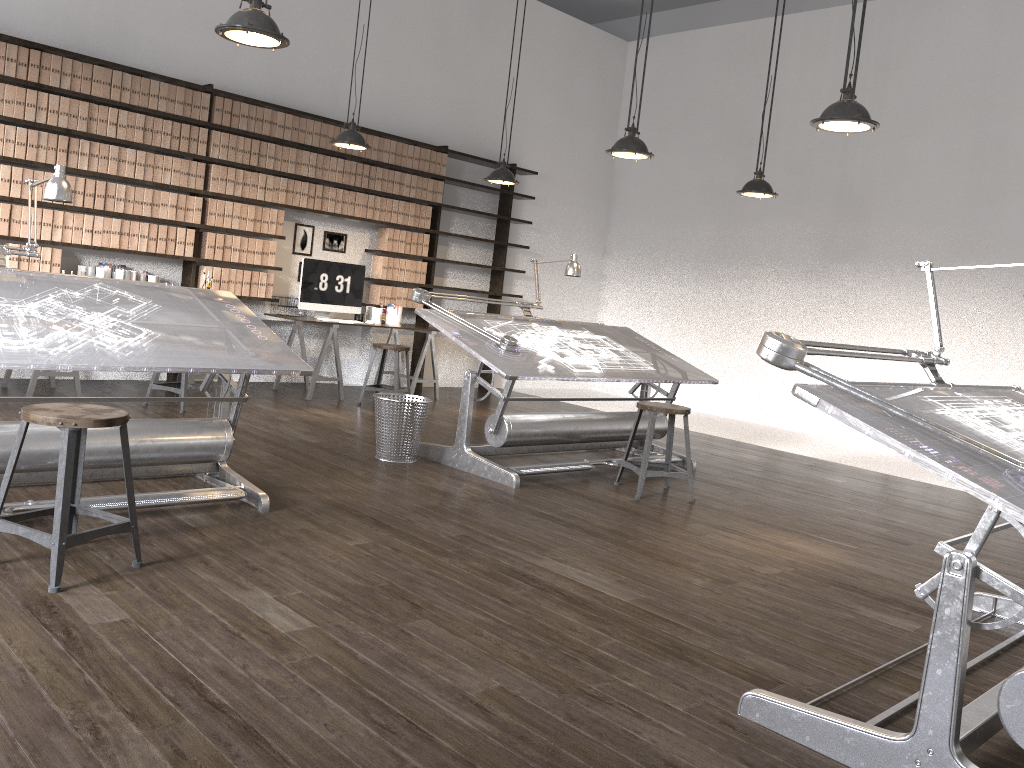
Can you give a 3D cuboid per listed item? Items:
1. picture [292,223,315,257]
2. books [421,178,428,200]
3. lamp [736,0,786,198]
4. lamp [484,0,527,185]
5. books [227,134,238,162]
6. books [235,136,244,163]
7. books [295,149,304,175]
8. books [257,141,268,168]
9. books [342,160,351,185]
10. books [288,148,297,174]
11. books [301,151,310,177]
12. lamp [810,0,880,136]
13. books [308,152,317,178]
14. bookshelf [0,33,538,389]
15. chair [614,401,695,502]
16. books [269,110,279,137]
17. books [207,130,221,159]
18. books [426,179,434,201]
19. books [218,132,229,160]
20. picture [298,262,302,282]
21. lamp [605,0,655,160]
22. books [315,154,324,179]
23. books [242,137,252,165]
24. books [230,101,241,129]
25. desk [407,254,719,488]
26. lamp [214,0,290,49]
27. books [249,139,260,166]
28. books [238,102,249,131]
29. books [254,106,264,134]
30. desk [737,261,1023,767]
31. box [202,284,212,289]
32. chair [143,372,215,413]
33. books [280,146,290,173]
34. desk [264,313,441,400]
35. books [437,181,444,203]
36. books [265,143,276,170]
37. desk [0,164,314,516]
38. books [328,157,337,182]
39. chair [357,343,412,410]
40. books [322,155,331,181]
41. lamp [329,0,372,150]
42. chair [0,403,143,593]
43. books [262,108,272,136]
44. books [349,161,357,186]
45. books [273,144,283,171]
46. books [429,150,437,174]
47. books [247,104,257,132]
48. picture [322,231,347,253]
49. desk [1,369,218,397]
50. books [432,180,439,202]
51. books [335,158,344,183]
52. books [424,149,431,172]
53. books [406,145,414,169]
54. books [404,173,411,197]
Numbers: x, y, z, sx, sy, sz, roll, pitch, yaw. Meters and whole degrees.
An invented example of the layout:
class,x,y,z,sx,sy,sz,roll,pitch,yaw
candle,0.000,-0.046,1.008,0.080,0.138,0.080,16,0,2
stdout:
class,x,y,z,sx,sy,sz,roll,pitch,yaw
picture,-1.916,-1.323,8.130,0.201,0.284,0.022,3,4,-45
books,-0.920,-1.929,8.777,0.066,0.225,0.175,4,5,-45
lamp,1.981,-2.544,6.651,0.313,2.247,0.310,8,3,25
lamp,0.036,-2.859,7.608,0.310,2.247,0.314,6,3,-20
books,-2.360,-1.952,7.355,0.067,0.225,0.175,4,5,-45
books,-2.318,-1.952,7.403,0.066,0.225,0.175,4,5,-44
books,-1.917,-1.946,7.796,0.066,0.225,0.175,4,5,-44
books,-2.166,-1.950,7.555,0.066,0.225,0.175,4,5,-45
books,-1.564,-1.939,8.135,0.067,0.225,0.175,4,5,-44
books,-1.962,-1.946,7.746,0.067,0.225,0.175,4,5,-45
books,-1.871,-1.945,7.839,0.066,0.225,0.175,4,5,-44
lamp,1.692,-2.321,4.124,0.310,2.260,0.314,6,3,-20
books,-1.818,-1.944,7.888,0.067,0.225,0.175,4,5,-45
bookshelf,-3.289,-0.870,6.744,9.165,3.198,0.375,1,6,-44
chair,0.852,0.385,5.160,0.371,0.526,0.360,5,4,-16
books,-2.082,-2.223,7.591,0.066,0.225,0.175,4,5,-45
books,-2.465,-1.955,7.257,0.066,0.225,0.175,4,5,-44
books,-0.865,-1.927,8.820,0.067,0.225,0.175,4,5,-45
books,-2.411,-1.953,7.305,0.066,0.225,0.175,4,5,-44
picture,-1.871,-1.031,8.218,0.251,0.183,0.023,2,5,-44
lamp,0.872,-2.563,5.565,0.310,2.247,0.314,6,3,-20
books,-1.771,-1.943,7.940,0.066,0.225,0.175,4,5,-44
books,-2.273,-1.952,7.450,0.066,0.225,0.175,4,5,-45
books,-2.331,-2.228,7.350,0.066,0.225,0.175,4,5,-44
desk,0.351,-0.177,5.831,2.066,1.383,1.081,2,6,-44
lamp,-0.986,-2.594,3.744,0.310,2.247,0.314,5,3,-24
books,-2.216,-1.950,7.498,0.067,0.225,0.175,4,5,-44
books,-2.277,-2.226,7.396,0.066,0.225,0.175,4,5,-44
books,-2.179,-2.225,7.498,0.066,0.225,0.175,4,5,-45
desk,1.618,0.281,2.640,2.066,1.383,1.081,2,6,-44
box,-2.420,-0.698,7.116,0.211,0.207,0.138,2,5,-44
chair,-2.330,-0.086,6.280,0.359,0.526,0.372,8,4,19
books,-2.014,-1.947,7.703,0.066,0.225,0.175,4,5,-44
desk,-1.371,-0.227,8.061,1.666,0.668,0.658,1,7,-44
books,-0.775,-1.926,8.913,0.066,0.225,0.175,4,5,-44
books,-2.112,-1.949,7.601,0.066,0.225,0.175,4,5,-45
desk,-2.041,-0.217,3.488,2.277,1.383,1.081,2,6,-44
books,-1.670,-1.941,8.036,0.066,0.225,0.175,4,5,-45
chair,-1.056,-0.068,7.565,0.372,0.526,0.359,7,4,14
books,-1.722,-1.943,7.990,0.066,0.225,0.175,4,5,-44
lamp,-1.073,-2.877,6.522,0.310,2.247,0.314,6,3,-20
chair,-1.449,0.348,2.896,0.372,0.526,0.358,8,4,24
books,-2.127,-2.223,7.541,0.067,0.225,0.175,4,5,-44
books,-1.522,-1.939,8.182,0.066,0.225,0.175,4,5,-45
books,-2.065,-1.948,7.653,0.066,0.225,0.175,4,5,-44
books,-0.839,-2.203,8.809,0.066,0.225,0.175,4,5,-45
books,-2.230,-2.226,7.448,0.066,0.225,0.175,4,5,-45
picture,-1.675,-1.339,8.362,0.251,0.183,0.023,2,5,-44
desk,-2.899,-0.252,6.564,1.666,0.668,0.658,1,7,-44
books,-0.821,-1.927,8.870,0.066,0.225,0.175,4,5,-44
books,-1.616,-1.940,8.084,0.066,0.225,0.175,4,5,-45
books,-0.892,-2.203,8.756,0.066,0.225,0.175,4,5,-45
books,-1.039,-2.206,8.610,0.066,0.225,0.175,4,5,-45
books,-1.068,-1.931,8.625,0.066,0.225,0.175,4,5,-45
